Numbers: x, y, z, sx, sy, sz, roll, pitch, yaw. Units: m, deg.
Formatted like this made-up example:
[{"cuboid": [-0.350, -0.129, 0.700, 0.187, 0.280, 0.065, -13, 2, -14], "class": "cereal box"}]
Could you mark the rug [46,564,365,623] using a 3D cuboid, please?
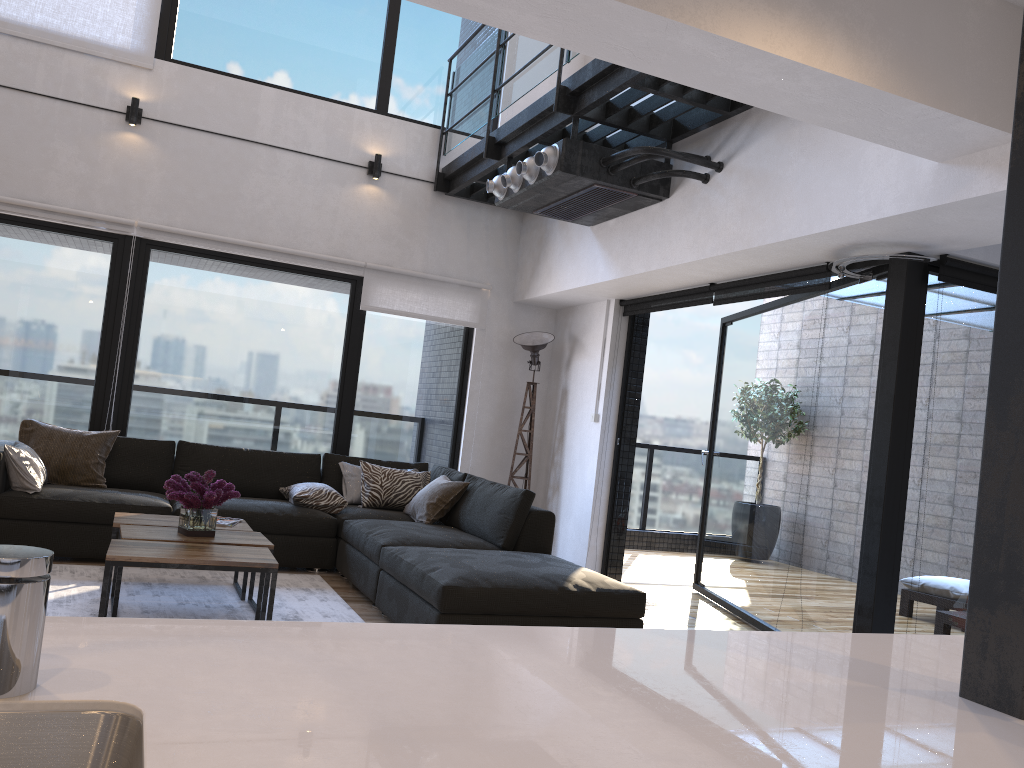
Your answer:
[{"cuboid": [-1.503, 1.051, 4.077, 1.638, 0.003, 2.113, 8, -3, -23], "class": "rug"}]

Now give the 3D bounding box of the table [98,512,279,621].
[{"cuboid": [-1.503, 0.876, 4.116, 0.698, 0.350, 1.298, 8, -3, -23], "class": "table"}]

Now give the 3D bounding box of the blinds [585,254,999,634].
[{"cuboid": [2.114, 0.483, 4.940, 3.859, 2.051, 1.831, 5, -3, 21], "class": "blinds"}]

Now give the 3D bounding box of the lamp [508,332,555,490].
[{"cuboid": [-0.236, 0.423, 6.715, 1.470, 1.826, 0.425, 8, -3, -38], "class": "lamp"}]

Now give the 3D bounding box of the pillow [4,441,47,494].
[{"cuboid": [-2.774, 0.475, 5.073, 0.212, 0.265, 0.498, 8, -3, -22], "class": "pillow"}]

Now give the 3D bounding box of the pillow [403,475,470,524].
[{"cuboid": [-0.503, 0.752, 5.756, 0.273, 0.309, 0.547, 8, -3, -23], "class": "pillow"}]

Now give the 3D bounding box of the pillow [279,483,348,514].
[{"cuboid": [-1.312, 0.741, 5.827, 0.356, 0.177, 0.531, 8, -3, -25], "class": "pillow"}]

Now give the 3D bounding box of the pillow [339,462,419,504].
[{"cuboid": [-0.915, 0.721, 6.192, 0.612, 0.294, 0.234, 8, -3, -22], "class": "pillow"}]

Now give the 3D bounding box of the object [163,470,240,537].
[{"cuboid": [-1.455, 0.536, 4.155, 0.342, 0.342, 0.375, 8, -3, -21], "class": "object"}]

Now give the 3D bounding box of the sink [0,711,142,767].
[{"cuboid": [-0.613, 0.373, 0.537, 0.706, 0.203, 0.406, 8, -3, -23], "class": "sink"}]

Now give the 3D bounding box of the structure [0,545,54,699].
[{"cuboid": [-0.702, -0.146, 0.774, 0.507, 0.812, 0.393, 6, -2, 16], "class": "structure"}]

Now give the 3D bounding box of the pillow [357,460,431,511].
[{"cuboid": [-0.793, 0.706, 6.074, 0.532, 0.314, 0.250, 7, -3, -19], "class": "pillow"}]

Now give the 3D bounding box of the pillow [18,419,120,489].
[{"cuboid": [-2.760, 0.430, 5.444, 0.610, 0.382, 0.265, 8, -3, -23], "class": "pillow"}]

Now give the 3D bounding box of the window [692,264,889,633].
[{"cuboid": [1.599, 0.468, 5.468, 0.100, 2.049, 2.449, 7, -3, -6], "class": "window"}]

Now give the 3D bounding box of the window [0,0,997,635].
[{"cuboid": [-2.068, -1.588, 4.520, 13.407, 5.564, 5.663, 8, -3, -23], "class": "window"}]

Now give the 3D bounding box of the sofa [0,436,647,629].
[{"cuboid": [-1.334, 0.760, 4.833, 3.046, 0.700, 2.998, 8, -3, -23], "class": "sofa"}]

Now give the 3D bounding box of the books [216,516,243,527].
[{"cuboid": [-1.545, 0.717, 4.646, 0.228, 0.013, 0.295, 7, -3, -2], "class": "books"}]

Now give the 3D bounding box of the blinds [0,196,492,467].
[{"cuboid": [-2.677, -0.111, 6.074, 5.373, 2.043, 0.095, 8, -2, -23], "class": "blinds"}]

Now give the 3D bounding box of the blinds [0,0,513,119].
[{"cuboid": [-4.223, -3.223, 4.380, 10.216, 2.974, 1.994, 9, -4, -44], "class": "blinds"}]
